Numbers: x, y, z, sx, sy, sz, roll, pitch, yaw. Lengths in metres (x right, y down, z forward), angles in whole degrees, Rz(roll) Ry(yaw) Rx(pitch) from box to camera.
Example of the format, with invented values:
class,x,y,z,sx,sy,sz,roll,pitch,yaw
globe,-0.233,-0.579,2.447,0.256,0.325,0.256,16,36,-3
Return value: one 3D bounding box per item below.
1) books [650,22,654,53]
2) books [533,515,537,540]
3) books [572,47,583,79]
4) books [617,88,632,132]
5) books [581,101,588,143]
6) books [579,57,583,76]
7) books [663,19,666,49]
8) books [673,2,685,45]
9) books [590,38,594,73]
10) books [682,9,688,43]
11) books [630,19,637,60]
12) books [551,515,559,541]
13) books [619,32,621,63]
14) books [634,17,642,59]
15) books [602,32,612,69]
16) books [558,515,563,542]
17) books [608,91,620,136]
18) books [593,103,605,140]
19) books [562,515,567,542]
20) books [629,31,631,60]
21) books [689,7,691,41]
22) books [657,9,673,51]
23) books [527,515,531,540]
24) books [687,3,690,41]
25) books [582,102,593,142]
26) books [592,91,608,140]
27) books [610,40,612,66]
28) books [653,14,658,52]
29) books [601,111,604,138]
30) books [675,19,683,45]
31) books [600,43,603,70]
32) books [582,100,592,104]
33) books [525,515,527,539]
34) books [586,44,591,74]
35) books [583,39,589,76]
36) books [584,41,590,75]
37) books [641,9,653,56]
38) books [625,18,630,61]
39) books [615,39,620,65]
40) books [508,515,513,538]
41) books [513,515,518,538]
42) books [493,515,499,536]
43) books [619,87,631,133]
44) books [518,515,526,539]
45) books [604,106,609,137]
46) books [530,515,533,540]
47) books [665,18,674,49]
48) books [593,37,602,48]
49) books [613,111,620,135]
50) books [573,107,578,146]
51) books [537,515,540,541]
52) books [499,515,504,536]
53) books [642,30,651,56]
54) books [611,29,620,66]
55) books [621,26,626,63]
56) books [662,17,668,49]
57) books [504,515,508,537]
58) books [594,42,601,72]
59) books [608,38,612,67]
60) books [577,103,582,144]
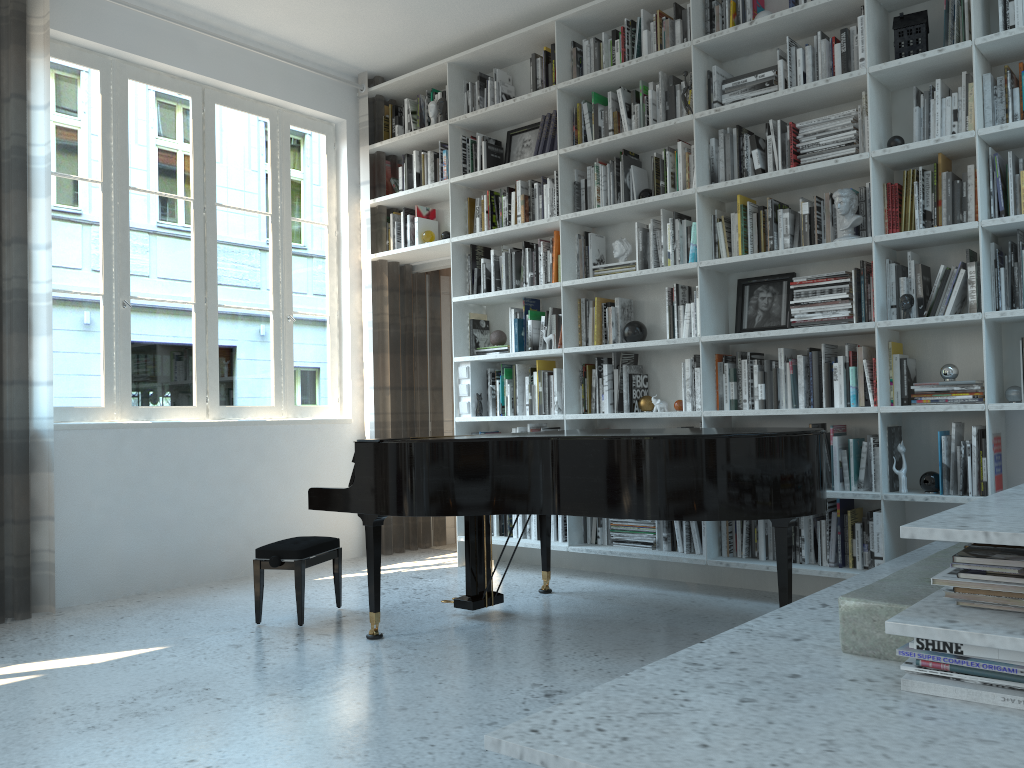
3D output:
class,x,y,z,sx,sy,sz,roll,pitch,yaw
books,0.790,-1.803,4.754,0.026,0.235,0.134,-3,-2,40
books,0.192,0.813,5.210,0.031,0.188,0.190,-3,-2,40
books,0.402,-1.783,5.067,0.029,0.237,0.156,-3,-2,40
books,0.656,-1.454,4.844,0.075,0.285,0.178,-3,-2,40
books,0.444,-1.442,5.035,0.010,0.287,0.148,-3,-2,40
books,0.433,-1.756,5.060,0.024,0.183,0.133,-3,-2,40
books,0.850,-1.793,4.673,0.013,0.207,0.178,-3,-2,40
books,0.896,-1.834,4.653,0.013,0.285,0.159,-3,-2,40
books,0.501,-1.795,4.989,0.023,0.251,0.170,-3,-2,40
books,0.938,-1.812,4.624,0.026,0.237,0.149,-3,-2,40
books,0.693,-1.818,4.821,0.013,0.276,0.164,-3,-2,40
books,0.286,0.774,5.151,0.027,0.256,0.179,-3,-2,40
books,0.640,-1.794,4.875,0.013,0.234,0.154,-3,-2,40
books,0.716,-1.818,4.798,0.052,0.273,0.172,-3,-2,40
books,0.556,-1.804,4.941,0.010,0.264,0.160,-3,-2,40
books,0.330,0.752,5.105,0.021,0.295,0.188,-3,-2,40
books,0.587,-1.453,4.912,0.023,0.293,0.155,-3,-2,40
books,0.523,-1.424,4.957,0.031,0.242,0.181,-3,-2,40
books,0.341,0.747,5.092,0.012,0.303,0.165,-3,-2,40
books,0.687,-1.797,4.845,0.029,0.235,0.130,-3,-2,40
books,0.972,-1.809,4.578,0.026,0.225,0.172,-3,-2,40
books,0.826,-1.821,4.700,0.014,0.266,0.192,-3,-2,40
books,0.155,0.800,5.251,0.021,0.218,0.190,-3,-2,40
books,0.964,-1.825,4.613,0.030,0.261,0.151,-3,-2,40
books,0.478,-1.437,5.015,0.067,0.274,0.168,-3,-2,40
books,0.505,-1.460,4.971,0.012,0.315,0.171,-3,-2,40
books,0.595,-1.782,4.931,0.012,0.216,0.150,-3,-2,40
books,0.805,-1.820,4.743,0.014,0.269,0.156,-3,-2,40
books,0.553,-1.405,4.950,0.024,0.201,0.153,-3,-2,40
books,0.910,-1.785,4.634,0.031,0.184,0.176,-3,-2,40
books,0.545,-1.776,4.947,0.015,0.207,0.166,-3,-2,40
books,0.449,-1.452,5.060,0.014,0.309,0.130,-3,-2,40
books,0.137,0.777,5.267,0.025,0.266,0.159,-3,-2,40
books,0.482,-1.778,5.001,0.023,0.220,0.181,-3,-2,40
books,0.455,-1.805,5.055,0.021,0.279,0.140,-3,-2,40
books,0.463,-1.794,5.023,0.031,0.254,0.145,-3,-2,40
books,0.749,-1.840,4.788,0.014,0.315,0.166,-3,-2,40
books,0.664,-1.828,4.849,0.010,0.299,0.151,-3,-2,40
books,0.626,-1.777,4.892,0.030,0.201,0.152,-3,-2,40
books,0.037,0.766,5.351,0.013,0.300,0.183,-3,-2,40
books,0.069,0.813,5.319,0.030,0.201,0.168,-3,-2,40
books,-0.048,0.788,5.422,0.023,0.266,0.177,-3,-2,40
books,0.638,-1.466,4.892,0.013,0.315,0.135,-3,-2,40
books,0.105,0.779,5.294,0.031,0.266,0.186,-3,-2,40
books,0.568,-1.415,4.927,0.029,0.218,0.157,-3,-2,40
books,0.173,0.805,5.235,0.028,0.206,0.171,-3,-2,40
books,0.863,-1.790,4.658,0.026,0.200,0.187,-3,-2,40
books,0.512,-1.795,4.974,0.012,0.250,0.174,-3,-2,40
books,0.616,-1.398,4.900,0.034,0.180,0.160,-3,-2,40
books,0.403,-1.425,5.052,0.023,0.256,0.174,-3,-2,40
books,0.212,0.784,5.193,0.023,0.244,0.188,-3,-2,40
books,-0.020,0.817,5.419,0.022,0.205,0.158,-3,-2,40
books,0.763,-1.779,4.765,0.031,0.190,0.181,-3,-2,40
books,0.609,-1.808,4.918,0.028,0.268,0.151,-3,-2,40
books,0.654,-1.804,4.854,0.013,0.251,0.183,-3,-2,40
books,0.845,-1.803,4.694,0.021,0.228,0.161,-3,-2,40
books,0.010,0.808,5.386,0.022,0.221,0.163,-3,-2,40
books,0.520,-1.775,4.951,0.029,0.208,0.178,-3,-2,40
books,0.586,-1.790,4.949,0.025,0.234,0.129,-3,-2,40
books,0.426,-1.439,5.052,0.013,0.283,0.158,-3,-2,40
